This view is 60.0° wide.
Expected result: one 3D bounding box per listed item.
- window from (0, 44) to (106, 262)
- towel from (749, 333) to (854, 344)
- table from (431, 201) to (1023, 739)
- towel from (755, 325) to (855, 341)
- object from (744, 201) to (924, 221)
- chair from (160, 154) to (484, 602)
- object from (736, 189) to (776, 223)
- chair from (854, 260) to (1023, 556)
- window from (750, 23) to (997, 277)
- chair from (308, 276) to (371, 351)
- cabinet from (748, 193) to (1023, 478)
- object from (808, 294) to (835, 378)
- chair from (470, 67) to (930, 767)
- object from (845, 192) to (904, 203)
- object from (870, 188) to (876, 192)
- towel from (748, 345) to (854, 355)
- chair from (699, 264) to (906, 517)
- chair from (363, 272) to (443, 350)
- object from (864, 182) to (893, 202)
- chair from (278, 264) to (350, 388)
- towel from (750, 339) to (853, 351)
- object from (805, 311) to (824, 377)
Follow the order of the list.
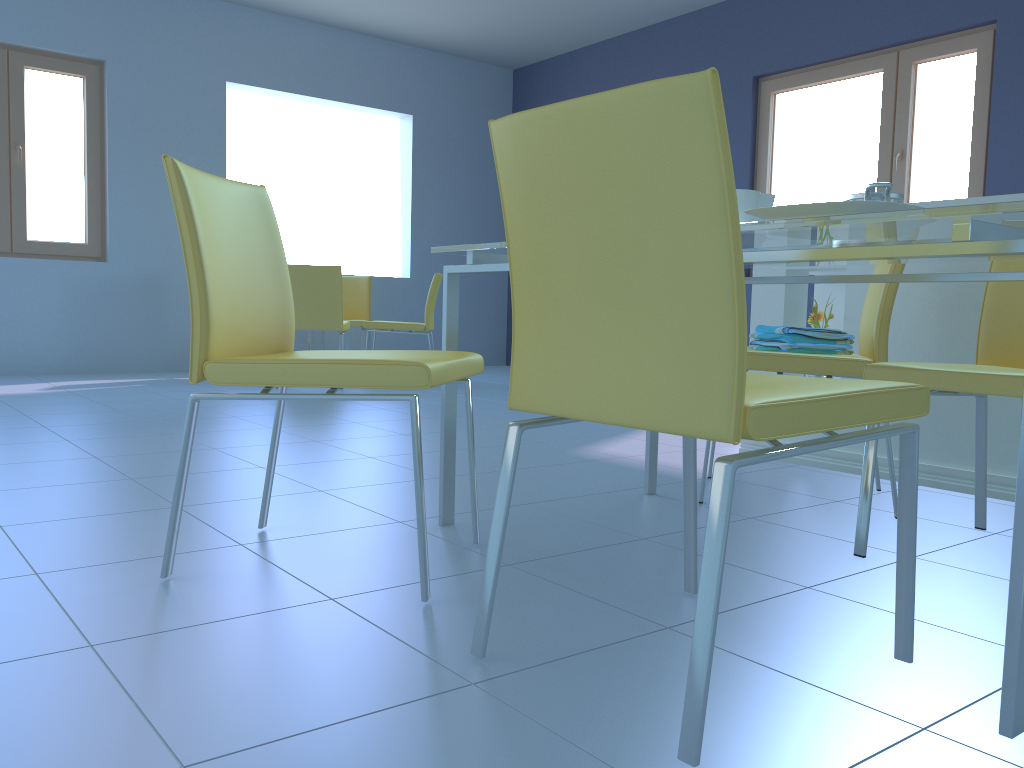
[{"bbox_3d":[-3.190,-1.391,5.224,1.475,1.263,0.142,-2,6,-38],"label":"window"},{"bbox_3d":[0.739,-0.116,2.275,0.195,0.027,0.192,0,5,-17],"label":"towel"},{"bbox_3d":[0.469,0.046,1.625,0.730,0.590,1.173,-2,6,-38],"label":"table"},{"bbox_3d":[0.742,-0.132,2.271,0.195,0.033,0.190,1,5,-11],"label":"towel"},{"bbox_3d":[0.459,-0.231,1.246,0.228,0.020,0.228,-3,6,-41],"label":"object"},{"bbox_3d":[-0.327,-0.029,1.589,0.484,0.695,0.387,2,5,10],"label":"chair"},{"bbox_3d":[0.389,-0.287,1.526,0.111,0.083,0.091,4,5,24],"label":"object"},{"bbox_3d":[0.986,-0.004,1.696,0.484,0.695,0.387,-2,6,-35],"label":"chair"},{"bbox_3d":[1.996,-1.246,5.080,0.142,1.263,1.475,-2,6,-38],"label":"window"},{"bbox_3d":[-1.204,-0.430,6.286,0.387,0.695,0.484,1,5,-2],"label":"chair"},{"bbox_3d":[2.219,-0.120,2.939,2.200,0.800,2.139,-2,6,-38],"label":"cabinet"},{"bbox_3d":[0.978,-0.084,2.826,0.067,0.423,0.229,1,5,-7],"label":"object"},{"bbox_3d":[0.240,0.020,1.153,0.484,0.695,0.387,-2,6,-40],"label":"chair"},{"bbox_3d":[0.596,-0.275,1.464,0.090,0.071,0.087,3,5,17],"label":"object"},{"bbox_3d":[0.607,-0.295,1.493,0.023,0.079,0.077,3,5,17],"label":"object"},{"bbox_3d":[0.739,-0.088,2.280,0.195,0.024,0.201,0,5,-18],"label":"towel"},{"bbox_3d":[0.755,-0.057,2.282,0.484,0.695,0.387,3,5,16],"label":"chair"},{"bbox_3d":[-0.701,-0.375,5.784,0.484,0.699,0.387,1,5,-2],"label":"chair"},{"bbox_3d":[0.581,-0.274,1.449,0.123,0.081,0.166,6,6,43],"label":"object"},{"bbox_3d":[-1.162,-0.342,5.208,0.387,0.695,0.484,1,5,-7],"label":"chair"},{"bbox_3d":[0.736,-0.101,2.274,0.195,0.024,0.201,0,5,-13],"label":"towel"},{"bbox_3d":[1.057,-0.076,3.121,0.085,0.365,0.050,-2,6,-40],"label":"object"}]
